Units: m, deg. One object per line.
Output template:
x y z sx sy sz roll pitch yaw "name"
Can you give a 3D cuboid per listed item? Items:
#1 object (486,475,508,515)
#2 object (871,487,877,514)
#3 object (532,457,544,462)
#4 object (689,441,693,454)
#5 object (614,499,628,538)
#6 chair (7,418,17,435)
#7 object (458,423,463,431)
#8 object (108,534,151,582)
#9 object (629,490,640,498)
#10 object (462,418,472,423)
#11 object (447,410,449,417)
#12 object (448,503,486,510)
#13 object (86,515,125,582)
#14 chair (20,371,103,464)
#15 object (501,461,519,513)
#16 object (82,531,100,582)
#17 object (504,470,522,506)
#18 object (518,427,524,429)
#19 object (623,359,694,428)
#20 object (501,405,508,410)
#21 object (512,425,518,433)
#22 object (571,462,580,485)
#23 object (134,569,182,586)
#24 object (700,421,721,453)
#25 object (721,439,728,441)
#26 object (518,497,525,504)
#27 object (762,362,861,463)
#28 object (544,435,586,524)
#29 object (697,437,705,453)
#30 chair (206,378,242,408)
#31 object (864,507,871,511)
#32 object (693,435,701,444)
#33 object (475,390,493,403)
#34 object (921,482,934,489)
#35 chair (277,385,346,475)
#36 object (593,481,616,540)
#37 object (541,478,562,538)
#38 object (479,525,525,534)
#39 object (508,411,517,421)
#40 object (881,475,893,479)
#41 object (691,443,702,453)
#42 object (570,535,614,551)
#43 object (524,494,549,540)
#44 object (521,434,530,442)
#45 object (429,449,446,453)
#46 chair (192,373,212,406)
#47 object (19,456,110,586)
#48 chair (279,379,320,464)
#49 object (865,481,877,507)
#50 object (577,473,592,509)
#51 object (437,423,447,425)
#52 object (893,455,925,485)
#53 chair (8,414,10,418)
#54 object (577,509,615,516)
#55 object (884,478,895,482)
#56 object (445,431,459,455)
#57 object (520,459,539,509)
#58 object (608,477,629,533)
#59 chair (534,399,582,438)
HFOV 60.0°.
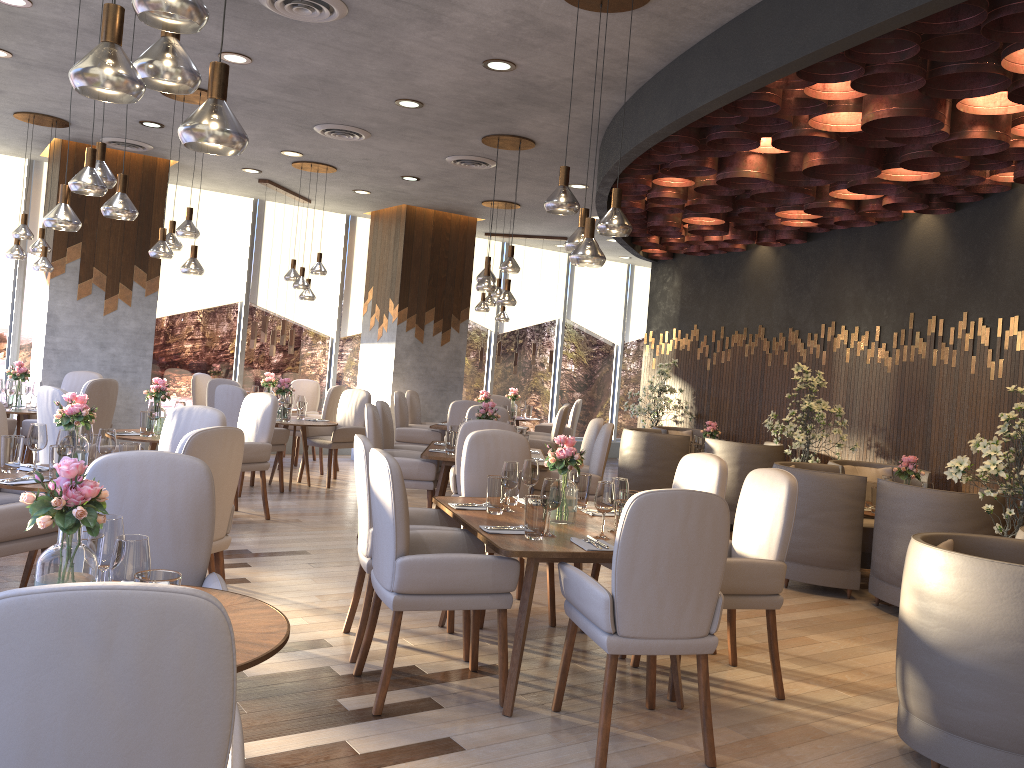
-0.078 0.534 4.260 0.102 0.178 0.102 5 0 -12 "object"
2.548 0.812 6.169 0.102 0.178 0.102 4 0 41 "object"
0.126 0.576 6.874 0.255 0.019 0.157 5 1 0 "object"
1.849 0.689 9.345 0.102 0.178 0.102 5 0 -9 "object"
0.484 0.590 3.785 0.102 0.178 0.102 5 0 -40 "object"
-4.388 0.381 7.089 0.528 1.000 0.599 5 0 9 "chair"
-0.374 0.423 6.843 0.092 0.244 0.092 5 0 -21 "object"
-0.903 0.483 2.085 0.092 0.244 0.092 5 0 1 "object"
0.544 0.588 4.122 0.102 0.178 0.102 5 0 -1 "object"
-0.383 0.410 7.416 0.092 0.244 0.092 5 0 18 "object"
-0.663 0.373 9.651 0.102 0.178 0.102 5 0 14 "object"
-0.181 0.603 4.394 0.255 0.019 0.157 4 1 -18 "object"
-1.055 0.466 2.293 0.092 0.244 0.092 5 -1 -43 "object"
-4.171 0.375 8.229 0.528 1.000 0.599 5 0 10 "chair"
-0.013 0.505 4.350 0.092 0.244 0.092 5 0 1 "object"
-1.147 0.490 2.356 0.102 0.178 0.102 5 0 -22 "object"
-0.005 0.533 4.575 0.102 0.178 0.102 5 0 -15 "object"
0.012 0.497 10.219 0.255 0.019 0.157 5 1 9 "object"
1.670 0.495 10.366 0.745 1.617 0.789 5 0 -28 "object"
-0.099 0.372 10.335 0.092 0.244 0.092 5 -1 -39 "object"
-0.002 0.451 6.969 0.092 0.244 0.092 5 -1 -42 "object"
0.300 0.525 4.578 0.092 0.244 0.092 5 0 -14 "object"
-0.815 0.524 2.023 0.102 0.178 0.102 5 0 37 "object"
2.059 0.590 9.182 0.210 0.416 0.197 4 0 33 "object"
2.160 0.687 9.058 0.092 0.244 0.092 5 0 6 "object"
0.120 0.621 4.676 0.157 0.019 0.255 4 1 -21 "object"
2.569 0.624 7.684 0.788 1.617 0.746 5 0 -8 "object"
0.242 0.446 4.197 0.210 0.416 0.198 5 0 -22 "object"
1.936 0.669 9.064 0.092 0.244 0.092 4 0 29 "object"
-3.014 0.440 9.618 0.528 1.000 0.599 5 0 15 "chair"
2.505 0.885 6.331 0.255 0.019 0.157 5 1 5 "object"
1.937 0.665 9.277 0.092 0.244 0.092 4 -1 33 "object"
-0.318 0.278 10.035 0.210 0.416 0.197 4 0 33 "object"
2.876 0.806 6.155 0.092 0.244 0.092 4 0 29 "object"
-2.261 0.491 10.108 0.600 1.000 0.528 5 0 12 "chair"
0.400 0.549 3.852 0.092 0.244 0.092 5 0 -13 "object"
0.163 0.530 3.805 0.092 0.244 0.092 5 -1 -44 "object"
-0.005 0.629 3.849 0.255 0.019 0.157 4 1 -18 "object"
-0.005 0.412 10.385 0.102 0.178 0.102 5 0 36 "object"
2.713 0.787 6.431 0.092 0.244 0.092 5 -1 -40 "object"
1.863 0.698 8.981 0.102 0.178 0.102 5 0 13 "object"
0.339 0.660 3.693 0.157 0.019 0.255 4 1 -16 "object"
0.098 0.560 3.715 0.102 0.178 0.102 5 0 -12 "object"
0.083 0.489 7.034 0.102 0.178 0.102 5 0 16 "object"
-0.522 0.522 6.932 0.255 0.019 0.157 5 1 -1 "object"
-3.429 0.391 10.350 0.600 1.000 0.528 5 0 9 "chair"
-1.079 0.382 2.137 0.198 0.416 0.210 5 0 -12 "object"
-2.683 0.441 10.866 0.528 1.000 0.599 5 0 13 "chair"
2.649 0.813 6.521 0.102 0.178 0.102 5 0 -32 "object"
0.362 0.561 4.666 0.102 0.178 0.102 5 0 29 "object"
-0.696 0.447 9.815 0.255 0.019 0.157 5 1 8 "object"
2.805 0.712 6.294 0.197 0.416 0.210 5 0 -22 "object"
-4.841 0.329 7.777 0.600 1.000 0.528 5 0 13 "chair"
0.449 0.651 4.527 0.255 0.019 0.157 4 1 -17 "object"
2.643 0.786 6.228 0.092 0.244 0.092 4 0 24 "object"
-0.462 0.450 6.775 0.102 0.178 0.102 5 0 15 "object"
0.090 0.509 4.516 0.092 0.244 0.092 5 0 -18 "object"
0.483 0.552 4.034 0.092 0.244 0.092 4 0 25 "object"
0.627 0.683 12.186 0.600 1.000 0.528 5 0 9 "chair"
